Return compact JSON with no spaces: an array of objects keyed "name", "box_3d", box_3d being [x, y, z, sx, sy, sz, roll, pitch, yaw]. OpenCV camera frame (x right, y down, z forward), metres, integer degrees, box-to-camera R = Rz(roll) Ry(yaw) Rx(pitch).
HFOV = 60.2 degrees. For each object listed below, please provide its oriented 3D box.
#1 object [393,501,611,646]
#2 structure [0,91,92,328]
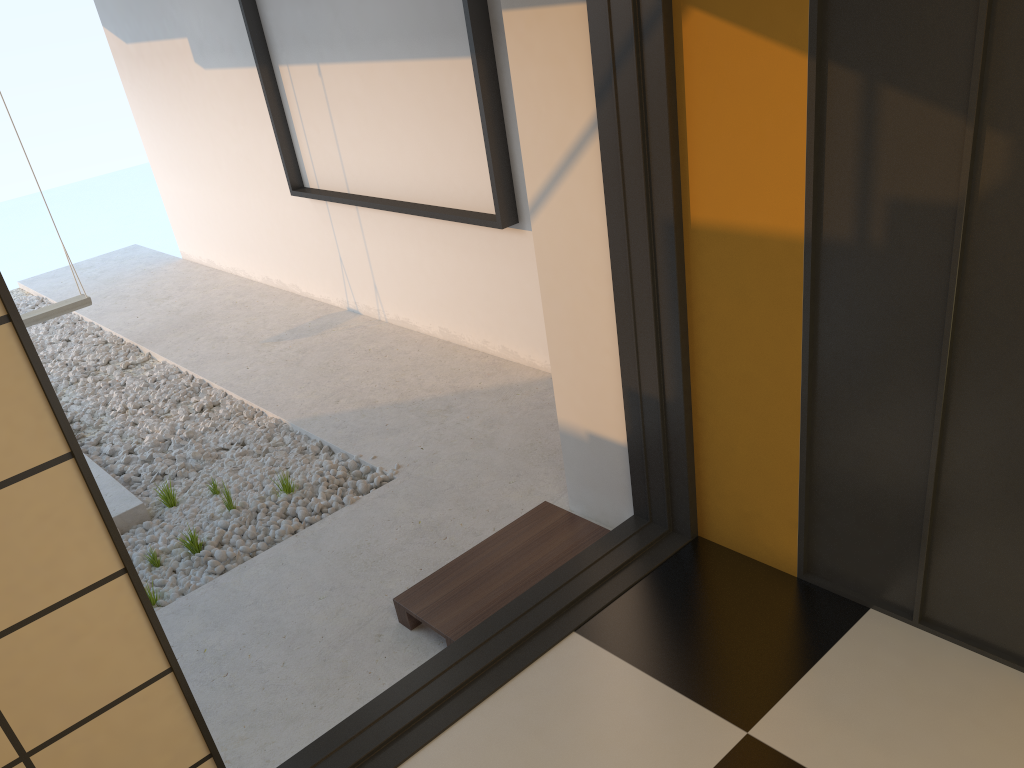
[{"name":"object","box_3d":[-0.010,0.650,2.970,0.688,0.105,0.343,-28,32,-33]},{"name":"structure","box_3d":[-2.946,-1.245,4.943,0.452,1.943,0.126,-29,35,-32]}]
